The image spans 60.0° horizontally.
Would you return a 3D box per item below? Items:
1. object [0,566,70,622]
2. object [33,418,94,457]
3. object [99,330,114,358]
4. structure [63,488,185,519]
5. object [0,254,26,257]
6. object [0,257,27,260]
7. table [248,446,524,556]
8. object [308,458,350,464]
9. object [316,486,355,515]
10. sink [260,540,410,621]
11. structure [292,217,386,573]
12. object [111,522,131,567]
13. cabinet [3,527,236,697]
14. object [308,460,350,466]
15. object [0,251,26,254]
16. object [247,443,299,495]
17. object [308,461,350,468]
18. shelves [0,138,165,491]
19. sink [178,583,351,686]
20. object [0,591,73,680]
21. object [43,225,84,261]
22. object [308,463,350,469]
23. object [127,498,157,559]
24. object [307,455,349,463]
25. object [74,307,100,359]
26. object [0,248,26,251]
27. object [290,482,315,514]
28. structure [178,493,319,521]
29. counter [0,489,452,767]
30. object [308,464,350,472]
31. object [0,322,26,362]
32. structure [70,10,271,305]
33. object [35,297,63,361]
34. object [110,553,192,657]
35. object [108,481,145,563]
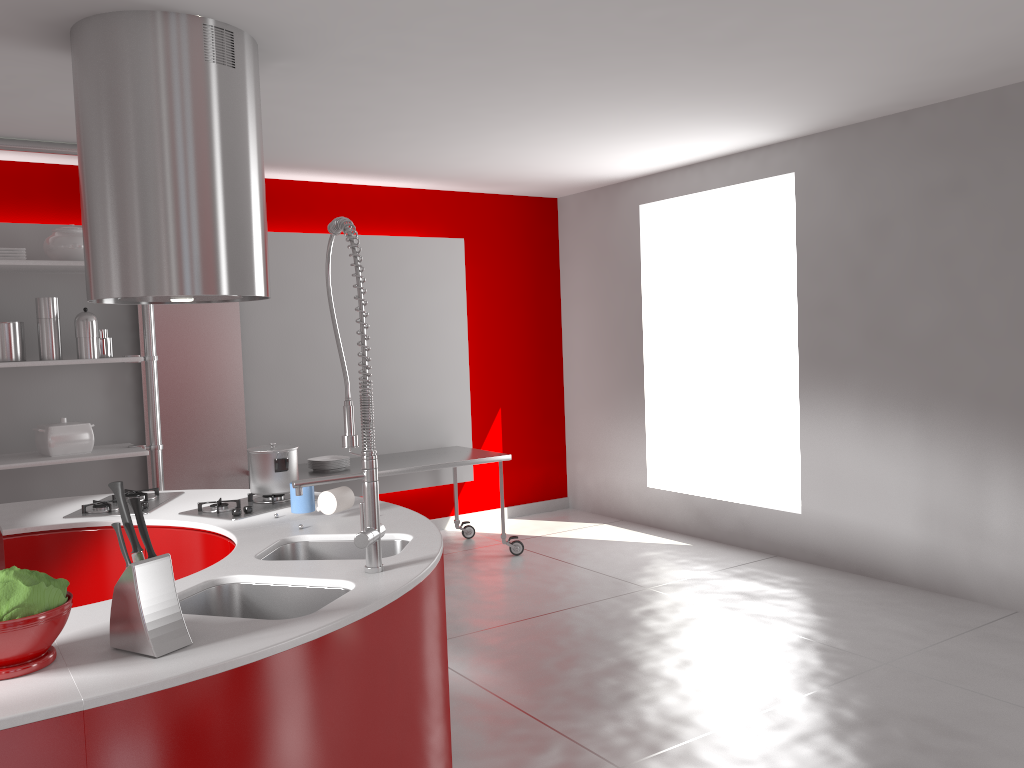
[{"bbox_3d":[-0.951,0.424,1.687,0.198,0.182,0.193,-4,4,-28],"label":"object"},{"bbox_3d":[-2.429,0.281,4.812,0.282,0.197,0.235,-5,4,-44],"label":"object"},{"bbox_3d":[-2.294,-0.223,4.944,0.127,0.157,0.127,-3,3,-23],"label":"object"},{"bbox_3d":[-1.471,0.444,3.394,0.303,0.037,0.457,-2,3,-4],"label":"structure"},{"bbox_3d":[-2.654,-0.655,4.631,0.200,0.030,0.200,-4,4,-34],"label":"object"},{"bbox_3d":[-2.654,-0.639,4.631,0.200,0.030,0.200,-4,4,-34],"label":"object"},{"bbox_3d":[-0.806,0.847,5.806,1.627,0.682,0.749,-4,4,-32],"label":"table"},{"bbox_3d":[-1.141,0.482,5.521,0.228,0.020,0.228,0,4,38],"label":"object"},{"bbox_3d":[-0.604,0.391,2.990,0.109,0.080,0.100,-1,3,26],"label":"object"},{"bbox_3d":[-0.506,0.577,2.586,0.428,0.172,0.326,-2,3,5],"label":"sink"},{"bbox_3d":[-0.434,0.024,2.280,0.178,0.920,0.308,-2,3,10],"label":"structure"},{"bbox_3d":[-0.752,0.372,1.745,0.091,0.197,0.009,-1,4,27],"label":"object"},{"bbox_3d":[-1.365,0.934,2.186,1.025,0.761,1.875,-1,3,12],"label":"cabinet"},{"bbox_3d":[-1.140,0.492,5.522,0.228,0.020,0.228,0,4,38],"label":"object"},{"bbox_3d":[-2.655,-0.670,4.630,0.200,0.030,0.200,-4,4,-34],"label":"object"},{"bbox_3d":[-0.900,0.315,3.352,0.218,0.185,0.189,-1,3,19],"label":"object"},{"bbox_3d":[-1.140,0.502,5.522,0.228,0.020,0.228,0,4,38],"label":"object"},{"bbox_3d":[-2.744,0.024,4.603,1.735,2.599,0.535,-4,4,-34],"label":"shelves"},{"bbox_3d":[-0.602,0.607,2.110,0.428,0.172,0.326,-1,3,17],"label":"sink"},{"bbox_3d":[-0.957,0.478,1.684,0.228,0.118,0.229,-1,4,28],"label":"object"},{"bbox_3d":[-2.396,-0.757,4.840,0.287,0.222,0.287,-2,3,11],"label":"object"},{"bbox_3d":[-1.139,0.512,5.523,0.228,0.020,0.228,0,4,38],"label":"object"},{"bbox_3d":[-0.726,0.370,1.792,0.130,0.279,0.012,-1,4,27],"label":"object"},{"bbox_3d":[-1.141,0.472,5.521,0.228,0.020,0.228,0,4,38],"label":"object"},{"bbox_3d":[-2.269,-0.271,4.734,0.115,0.274,0.115,-5,4,-41],"label":"object"},{"bbox_3d":[-2.655,-0.686,4.629,0.200,0.030,0.200,-4,4,-34],"label":"object"},{"bbox_3d":[-0.727,0.385,3.032,0.109,0.100,0.080,0,4,29],"label":"object"},{"bbox_3d":[-0.951,0.431,3.275,0.303,0.037,0.457,0,4,31],"label":"structure"},{"bbox_3d":[-1.117,0.950,2.302,1.868,0.880,2.865,-2,3,0],"label":"counter"},{"bbox_3d":[-1.139,0.523,5.524,0.228,0.020,0.228,0,4,38],"label":"object"},{"bbox_3d":[-2.631,-0.217,4.604,0.184,0.205,0.172,-4,4,-28],"label":"object"},{"bbox_3d":[-1.255,-0.786,3.301,0.644,0.958,0.644,-1,3,23],"label":"structure"},{"bbox_3d":[-2.441,-0.289,4.677,0.109,0.329,0.110,-4,4,-36],"label":"object"},{"bbox_3d":[-0.721,0.432,1.761,0.137,0.178,0.091,0,4,29],"label":"object"},{"bbox_3d":[-0.748,0.356,1.771,0.150,0.322,0.014,-1,4,27],"label":"object"}]
